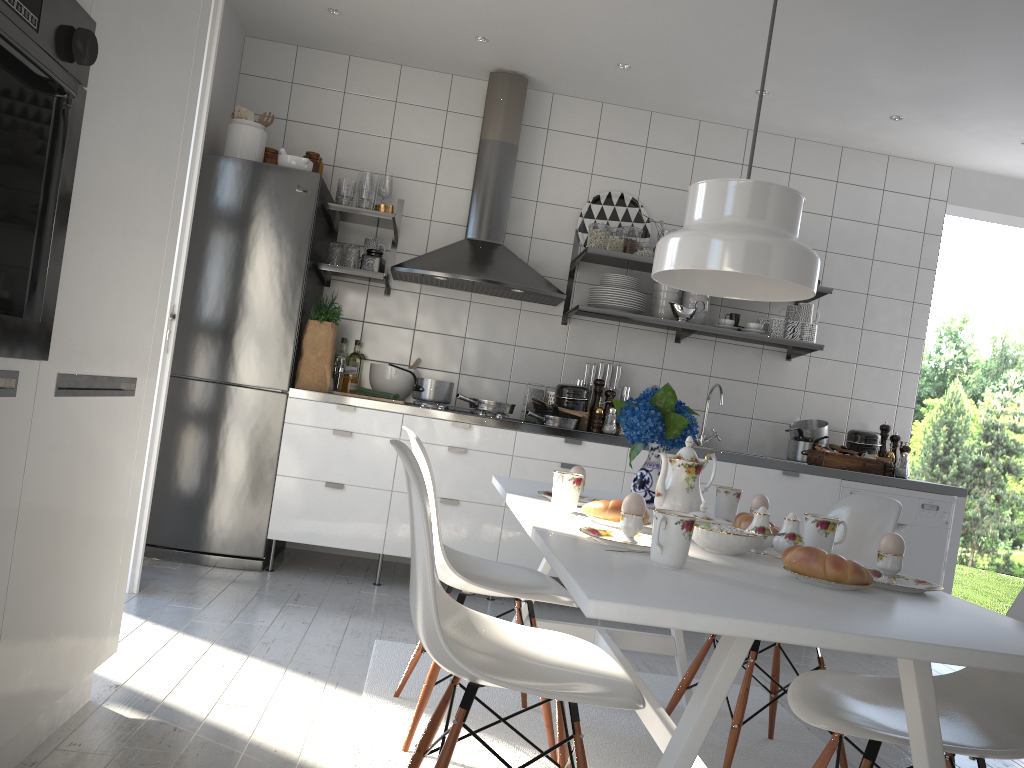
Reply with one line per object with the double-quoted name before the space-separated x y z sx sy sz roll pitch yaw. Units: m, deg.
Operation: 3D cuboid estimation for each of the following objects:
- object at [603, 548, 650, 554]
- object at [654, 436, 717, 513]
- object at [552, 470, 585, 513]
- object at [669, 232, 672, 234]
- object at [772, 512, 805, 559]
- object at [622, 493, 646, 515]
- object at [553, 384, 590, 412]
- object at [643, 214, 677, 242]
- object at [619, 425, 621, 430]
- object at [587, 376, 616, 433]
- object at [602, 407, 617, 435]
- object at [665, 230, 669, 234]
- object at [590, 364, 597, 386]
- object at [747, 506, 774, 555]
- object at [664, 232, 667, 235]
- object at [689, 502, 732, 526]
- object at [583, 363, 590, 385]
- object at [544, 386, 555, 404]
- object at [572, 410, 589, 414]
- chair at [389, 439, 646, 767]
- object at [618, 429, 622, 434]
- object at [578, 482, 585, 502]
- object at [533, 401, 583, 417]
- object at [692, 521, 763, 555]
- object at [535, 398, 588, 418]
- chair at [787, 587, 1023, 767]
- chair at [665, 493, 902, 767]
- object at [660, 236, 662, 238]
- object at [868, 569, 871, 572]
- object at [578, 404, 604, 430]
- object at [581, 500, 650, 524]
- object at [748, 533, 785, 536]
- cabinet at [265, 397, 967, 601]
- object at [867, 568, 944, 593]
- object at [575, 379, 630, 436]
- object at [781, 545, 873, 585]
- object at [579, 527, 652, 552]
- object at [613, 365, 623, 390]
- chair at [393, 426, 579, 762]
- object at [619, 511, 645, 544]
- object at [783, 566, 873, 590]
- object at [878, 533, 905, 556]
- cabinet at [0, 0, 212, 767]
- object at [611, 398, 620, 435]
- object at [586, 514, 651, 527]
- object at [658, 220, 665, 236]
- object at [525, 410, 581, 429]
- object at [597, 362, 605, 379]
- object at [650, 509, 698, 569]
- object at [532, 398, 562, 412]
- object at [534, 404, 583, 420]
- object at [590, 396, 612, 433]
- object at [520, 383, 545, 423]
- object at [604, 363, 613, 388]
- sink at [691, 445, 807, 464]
"object" 0.238 0.310 1.636 0.140 0.011 0.032 9 -1 -9
"object" 0.444 0.247 2.273 0.149 0.230 0.140 9 0 13
"object" 0.135 0.267 2.184 0.078 0.095 0.091 9 0 -7
"object" 0.855 -0.700 4.704 0.025 0.227 0.085 8 1 -36
"object" 0.595 0.325 1.897 0.069 0.102 0.065 9 0 -5
"object" 0.240 0.246 1.748 0.048 0.063 0.048 9 0 -1
"object" 0.295 0.078 4.431 0.191 0.159 0.197 9 -1 -44
"object" 0.867 -0.723 4.647 0.378 0.279 0.197 9 0 -23
"object" 0.536 0.230 4.661 0.069 0.068 0.029 9 0 0
"object" 0.459 0.106 4.505 0.123 0.283 0.061 9 1 0
"object" 0.487 0.181 4.381 0.069 0.135 0.069 8 0 -25
"object" 0.822 -0.707 4.707 0.029 0.232 0.063 8 1 -17
"object" 0.430 -0.048 4.686 0.028 0.114 0.019 8 1 -10
"object" 0.542 0.318 1.939 0.069 0.102 0.065 9 0 -5
"object" 0.830 -0.700 4.688 0.028 0.220 0.100 8 1 -34
"object" 0.438 0.315 2.047 0.187 0.084 0.140 9 -1 -5
"object" 0.395 -0.053 4.683 0.028 0.114 0.019 8 1 -10
"object" 0.212 0.114 4.672 0.100 0.201 0.081 9 0 15
"object" 0.239 0.130 4.349 0.065 0.021 0.335 10 -2 -42
"chair" -0.022 0.541 1.692 0.543 0.801 0.464 9 0 -6
"object" 0.532 0.246 4.594 0.072 0.031 0.070 9 -1 -5
"object" 0.173 0.292 2.426 0.048 0.057 0.048 8 0 35
"object" 0.217 0.122 4.301 0.064 0.044 0.334 9 -2 -39
"object" 0.442 0.323 1.860 0.158 0.058 0.158 9 -1 -15
"object" 0.229 0.117 4.312 0.333 0.061 0.059 7 -1 43
"chair" 0.819 0.669 1.720 0.542 0.801 0.465 9 0 9
"chair" 0.755 0.680 2.496 0.543 0.801 0.464 9 0 -16
"object" 0.795 -0.688 4.668 0.023 0.186 0.080 8 1 -31
"object" 0.609 0.355 1.644 0.070 0.036 0.109 8 -2 43
"object" 0.393 0.168 4.593 0.127 0.144 0.116 8 0 34
"object" 0.254 0.292 2.050 0.161 0.057 0.123 10 -2 -40
"object" 0.502 0.314 1.858 0.137 0.032 0.031 7 -1 39
"cabinet" 0.505 0.699 4.433 3.239 0.795 0.662 9 0 -5
"object" 0.733 0.385 1.733 0.200 0.016 0.201 8 -2 10
"object" 0.463 0.126 4.693 0.322 0.261 0.067 9 1 -5
"object" 0.566 0.328 1.623 0.124 0.057 0.160 10 -2 -40
"object" 0.230 0.309 1.749 0.200 0.016 0.201 7 -2 40
"object" 0.567 -0.036 4.698 0.046 0.132 0.022 9 1 -2
"chair" -0.090 0.550 2.429 0.543 0.801 0.464 9 0 -11
"object" 0.235 0.283 1.749 0.048 0.057 0.048 8 0 35
"object" 0.578 0.359 1.628 0.158 0.016 0.157 10 -2 -35
"object" 0.742 0.321 1.732 0.048 0.063 0.048 9 0 -1
"cabinet" -1.067 -0.273 1.559 0.513 2.097 1.377 9 0 -5
"object" 0.519 0.163 4.450 0.058 0.184 0.058 9 1 23
"object" 0.245 0.320 2.068 0.158 0.016 0.157 10 -2 -35
"object" 0.796 -0.721 4.594 0.113 0.250 0.021 9 1 -1
"object" 0.174 0.172 4.386 0.352 0.061 0.231 9 -2 -27
"object" 0.470 -0.051 4.689 0.033 0.132 0.022 9 1 -1
"object" 0.272 0.270 1.544 0.091 0.095 0.078 9 0 -19
"object" 0.217 0.129 4.366 0.246 0.080 0.356 9 -1 3
"object" 0.202 0.140 4.366 0.242 0.082 0.348 8 -2 36
"object" 0.442 0.147 4.422 0.081 0.192 0.058 8 1 -16
"object" 0.111 0.097 4.614 0.101 0.201 0.080 9 0 -15
"object" 0.512 -0.044 4.693 0.033 0.132 0.022 9 1 -1
"sink" 1.025 0.385 4.453 0.766 0.112 0.487 9 -1 -5
